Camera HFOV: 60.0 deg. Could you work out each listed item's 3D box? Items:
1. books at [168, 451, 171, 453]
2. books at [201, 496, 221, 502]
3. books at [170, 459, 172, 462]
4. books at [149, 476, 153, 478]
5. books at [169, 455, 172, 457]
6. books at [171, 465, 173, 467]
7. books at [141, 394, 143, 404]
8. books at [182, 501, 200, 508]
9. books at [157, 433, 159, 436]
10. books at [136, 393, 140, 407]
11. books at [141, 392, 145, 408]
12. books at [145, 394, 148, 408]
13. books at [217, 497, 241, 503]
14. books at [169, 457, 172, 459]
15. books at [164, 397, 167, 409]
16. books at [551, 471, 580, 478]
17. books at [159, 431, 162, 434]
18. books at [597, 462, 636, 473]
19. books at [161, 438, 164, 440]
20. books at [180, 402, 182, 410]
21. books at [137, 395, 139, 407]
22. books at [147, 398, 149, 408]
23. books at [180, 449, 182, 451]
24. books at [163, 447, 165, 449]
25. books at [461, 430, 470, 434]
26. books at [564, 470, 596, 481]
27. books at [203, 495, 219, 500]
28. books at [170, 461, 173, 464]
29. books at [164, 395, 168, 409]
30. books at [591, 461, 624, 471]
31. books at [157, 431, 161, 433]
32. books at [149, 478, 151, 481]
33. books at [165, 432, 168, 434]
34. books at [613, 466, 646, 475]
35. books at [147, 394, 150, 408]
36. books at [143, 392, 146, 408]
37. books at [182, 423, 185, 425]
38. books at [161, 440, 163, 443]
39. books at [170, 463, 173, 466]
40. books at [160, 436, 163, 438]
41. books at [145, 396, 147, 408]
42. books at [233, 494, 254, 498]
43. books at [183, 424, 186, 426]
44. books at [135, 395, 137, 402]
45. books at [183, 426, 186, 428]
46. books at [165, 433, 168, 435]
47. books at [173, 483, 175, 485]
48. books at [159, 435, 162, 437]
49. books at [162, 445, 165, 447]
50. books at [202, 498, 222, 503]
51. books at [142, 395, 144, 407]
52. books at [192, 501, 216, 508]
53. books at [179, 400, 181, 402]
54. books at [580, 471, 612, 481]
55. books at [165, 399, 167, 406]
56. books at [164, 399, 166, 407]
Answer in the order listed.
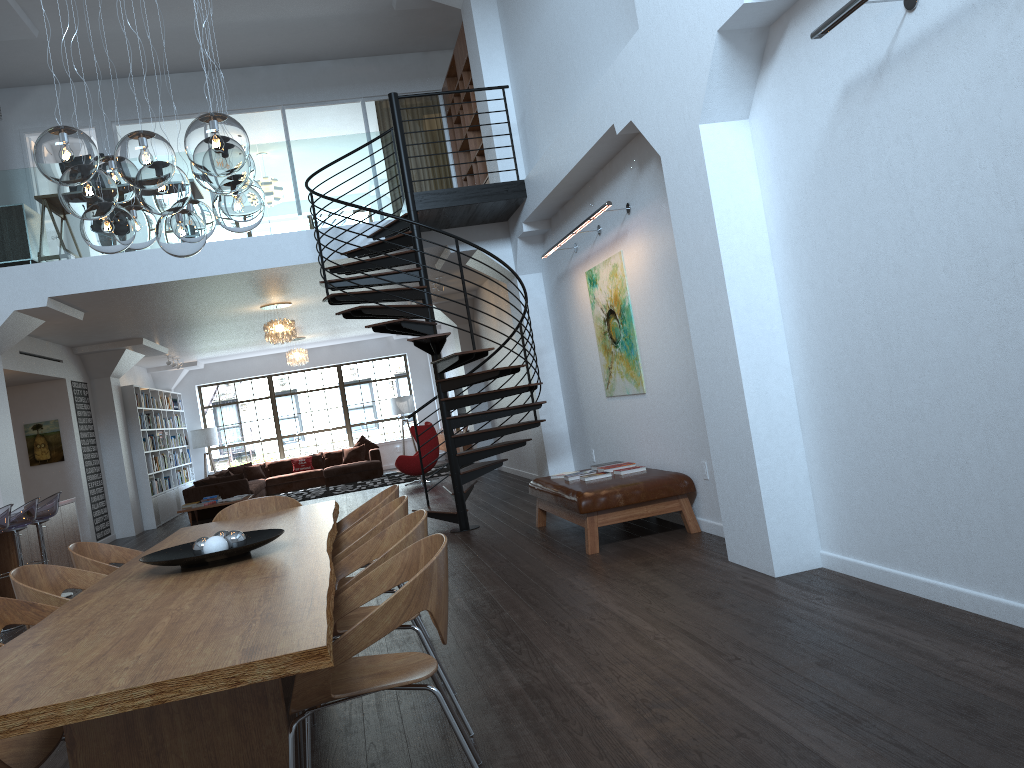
[{"bbox_3d":[-6.642,1.315,16.955,0.185,0.041,0.129,-9,-1,3],"label":"books"},{"bbox_3d":[-5.007,1.916,14.757,0.279,0.035,0.191,-9,-1,-1],"label":"books"},{"bbox_3d":[-6.631,1.476,16.966,0.231,0.044,0.168,-9,-1,-16],"label":"books"},{"bbox_3d":[-6.171,1.584,14.909,0.223,0.027,0.161,-9,-1,-2],"label":"books"},{"bbox_3d":[-6.641,1.401,16.965,0.223,0.032,0.161,-9,-1,-11],"label":"books"},{"bbox_3d":[-6.617,1.594,16.950,0.246,0.038,0.171,-9,-1,-11],"label":"books"},{"bbox_3d":[-6.464,0.306,15.292,0.170,0.251,0.118,-9,-1,-11],"label":"books"},{"bbox_3d":[-5.292,1.994,14.633,0.241,0.045,0.334,-9,-1,-10],"label":"books"},{"bbox_3d":[-6.534,0.932,16.142,0.174,0.045,0.240,-9,-1,-12],"label":"books"},{"bbox_3d":[-6.418,0.293,15.054,0.170,0.251,0.118,-9,-1,-11],"label":"books"},{"bbox_3d":[-6.496,0.292,15.430,0.176,0.293,0.125,-9,-1,-11],"label":"books"},{"bbox_3d":[-6.513,0.317,15.596,0.182,0.253,0.098,-9,-1,-11],"label":"books"},{"bbox_3d":[-4.596,1.880,14.414,0.342,0.040,0.231,-10,-1,29],"label":"books"},{"bbox_3d":[-6.641,1.436,16.958,0.253,0.040,0.183,-9,-1,-11],"label":"books"},{"bbox_3d":[-6.875,0.398,17.396,0.171,0.246,0.057,-9,-1,-11],"label":"books"},{"bbox_3d":[0.463,0.792,7.726,0.161,0.031,0.223,-9,-1,-33],"label":"books"},{"bbox_3d":[-6.624,0.917,16.542,0.129,0.043,0.185,-9,-1,3],"label":"books"},{"bbox_3d":[0.889,0.712,7.527,0.283,0.043,0.197,-9,-1,-12],"label":"books"},{"bbox_3d":[-6.607,1.040,16.522,0.183,0.042,0.253,-9,-1,-11],"label":"books"},{"bbox_3d":[-7.166,0.491,19.011,0.139,0.191,0.036,-9,-1,-11],"label":"books"},{"bbox_3d":[-6.395,0.304,14.982,0.161,0.222,0.084,-9,-1,-11],"label":"books"},{"bbox_3d":[-6.532,0.325,15.680,0.174,0.243,0.085,-9,-1,-11],"label":"books"},{"bbox_3d":[-6.858,1.364,18.065,0.224,0.030,0.161,-9,-1,-1],"label":"books"},{"bbox_3d":[-6.574,1.203,16.517,0.171,0.039,0.246,-9,-1,-11],"label":"books"},{"bbox_3d":[-0.870,0.927,17.152,0.250,0.053,0.400,-9,-1,-11],"label":"books"},{"bbox_3d":[0.570,0.765,7.422,0.247,0.040,0.185,-9,-1,-8],"label":"books"},{"bbox_3d":[-5.007,1.884,14.756,0.224,0.027,0.157,-9,-1,-6],"label":"books"},{"bbox_3d":[-6.641,1.521,16.976,0.259,0.040,0.180,-9,-1,-11],"label":"books"},{"bbox_3d":[-6.897,0.380,17.477,0.176,0.290,0.053,-9,-1,-11],"label":"books"},{"bbox_3d":[0.847,0.724,7.844,0.254,0.044,0.183,-9,-1,-16],"label":"books"},{"bbox_3d":[-6.528,0.894,16.122,0.223,0.027,0.161,-9,-1,-2],"label":"books"},{"bbox_3d":[-6.177,1.622,14.929,0.174,0.045,0.240,-9,-1,-22],"label":"books"},{"bbox_3d":[-6.687,0.946,16.873,0.224,0.030,0.161,-9,-1,-1],"label":"books"},{"bbox_3d":[0.955,0.702,7.203,0.224,0.036,0.161,-9,-1,-17],"label":"books"},{"bbox_3d":[-6.554,0.324,15.780,0.182,0.255,0.077,-9,-1,-11],"label":"books"},{"bbox_3d":[-6.512,0.297,15.491,0.197,0.290,0.136,-9,-1,-11],"label":"books"},{"bbox_3d":[-7.115,0.867,18.852,0.254,0.032,0.174,-10,-1,24],"label":"books"},{"bbox_3d":[-6.608,1.084,16.524,0.168,0.045,0.231,-9,-1,-16],"label":"books"},{"bbox_3d":[-6.626,1.557,16.953,0.251,0.037,0.160,-9,-1,-6],"label":"books"},{"bbox_3d":[-6.620,1.006,16.527,0.161,0.033,0.223,-9,-1,-11],"label":"books"},{"bbox_3d":[-6.508,0.318,15.563,0.159,0.248,0.089,-9,-1,-11],"label":"books"},{"bbox_3d":[-4.512,1.870,14.782,0.256,0.035,0.350,-10,-1,14],"label":"books"},{"bbox_3d":[-7.112,0.900,18.856,0.284,0.033,0.197,-9,-1,4],"label":"books"},{"bbox_3d":[-6.360,0.300,14.796,0.182,0.215,0.188,-9,-1,-11],"label":"books"},{"bbox_3d":[-7.107,0.934,18.856,0.284,0.035,0.197,-10,-1,19],"label":"books"},{"bbox_3d":[-6.680,0.975,16.864,0.223,0.031,0.161,-9,-1,-11],"label":"books"},{"bbox_3d":[-6.590,1.929,16.910,0.284,0.033,0.197,-9,-1,-26],"label":"books"},{"bbox_3d":[-6.643,0.981,16.548,0.223,0.027,0.161,-9,-1,-22],"label":"books"},{"bbox_3d":[-6.582,1.164,16.515,0.160,0.039,0.251,-9,-1,-6],"label":"books"},{"bbox_3d":[-4.995,1.950,14.753,0.312,0.037,0.216,-9,-1,-21],"label":"books"},{"bbox_3d":[-6.470,0.312,15.345,0.174,0.242,0.105,-9,-1,-11],"label":"books"},{"bbox_3d":[-4.987,1.945,14.345,0.236,0.035,0.340,-10,-1,14],"label":"books"},{"bbox_3d":[-7.181,0.474,19.050,0.140,0.231,0.042,-9,-1,-11],"label":"books"},{"bbox_3d":[0.677,0.747,7.173,0.224,0.032,0.161,-9,-1,-11],"label":"books"},{"bbox_3d":[-6.881,0.411,17.437,0.161,0.223,0.027,-9,-1,-11],"label":"books"},{"bbox_3d":[-6.843,0.411,17.309,0.144,0.207,0.048,-9,-1,-11],"label":"books"}]
